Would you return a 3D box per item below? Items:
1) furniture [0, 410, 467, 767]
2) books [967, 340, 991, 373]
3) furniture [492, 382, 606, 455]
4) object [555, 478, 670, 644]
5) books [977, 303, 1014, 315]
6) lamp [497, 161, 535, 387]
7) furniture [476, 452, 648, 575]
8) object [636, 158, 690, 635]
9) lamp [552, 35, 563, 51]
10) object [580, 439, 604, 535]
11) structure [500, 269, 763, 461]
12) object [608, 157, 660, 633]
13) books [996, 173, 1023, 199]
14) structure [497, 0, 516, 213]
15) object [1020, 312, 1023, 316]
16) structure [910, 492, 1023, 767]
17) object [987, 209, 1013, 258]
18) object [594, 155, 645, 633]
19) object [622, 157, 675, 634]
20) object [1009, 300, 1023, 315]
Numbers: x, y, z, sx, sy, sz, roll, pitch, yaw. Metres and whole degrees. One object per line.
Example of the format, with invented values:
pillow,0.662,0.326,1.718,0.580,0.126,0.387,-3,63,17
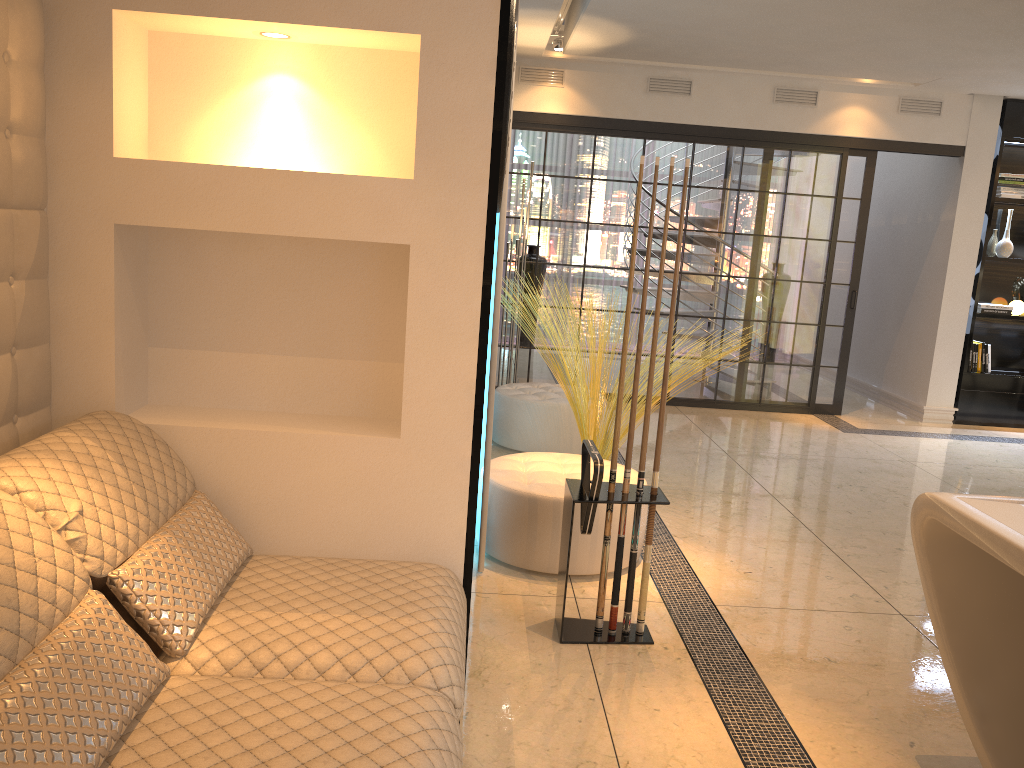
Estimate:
furniture,-0.647,0.602,1.802,1.107,0.810,1.312,4,10,-3
books,3.881,-0.242,7.435,0.236,0.270,0.210,4,10,-3
furniture,0.233,0.210,5.673,0.735,0.357,0.735,-2,12,-30
object,0.335,0.611,3.022,0.325,0.508,0.261,4,10,-3
books,3.977,-0.625,7.373,0.266,0.073,0.209,4,10,0
lamp,0.010,-0.658,6.336,0.200,1.801,0.418,4,10,-3
furniture,0.212,0.535,3.825,0.735,0.357,0.735,4,10,-1
object,0.499,0.078,2.933,0.027,1.605,0.026,11,12,35
lamp,0.353,-2.527,6.547,0.107,0.127,0.107,0,11,-21
object,0.259,0.361,2.974,0.032,0.297,0.330,4,10,-3
structure,0.613,0.012,4.691,1.275,1.142,1.282,13,14,43
object,0.403,0.074,2.928,0.027,1.605,0.026,11,12,35
books,4.039,-1.598,7.192,0.302,0.188,0.259,5,10,4
structure,-0.025,-0.864,2.715,0.048,0.669,0.669,4,10,-3
object,4.365,-0.708,7.335,0.177,0.311,0.177,4,10,-3
structure,1.874,0.925,0.979,1.659,0.812,2.912,4,10,-3
object,4.024,-1.229,7.237,0.180,0.395,0.210,4,10,0
object,0.355,0.071,2.926,0.027,1.605,0.026,11,12,35
object,0.450,0.075,2.930,0.027,1.605,0.026,11,12,35
object,4.191,-0.634,7.361,0.125,0.125,0.125,11,12,36
